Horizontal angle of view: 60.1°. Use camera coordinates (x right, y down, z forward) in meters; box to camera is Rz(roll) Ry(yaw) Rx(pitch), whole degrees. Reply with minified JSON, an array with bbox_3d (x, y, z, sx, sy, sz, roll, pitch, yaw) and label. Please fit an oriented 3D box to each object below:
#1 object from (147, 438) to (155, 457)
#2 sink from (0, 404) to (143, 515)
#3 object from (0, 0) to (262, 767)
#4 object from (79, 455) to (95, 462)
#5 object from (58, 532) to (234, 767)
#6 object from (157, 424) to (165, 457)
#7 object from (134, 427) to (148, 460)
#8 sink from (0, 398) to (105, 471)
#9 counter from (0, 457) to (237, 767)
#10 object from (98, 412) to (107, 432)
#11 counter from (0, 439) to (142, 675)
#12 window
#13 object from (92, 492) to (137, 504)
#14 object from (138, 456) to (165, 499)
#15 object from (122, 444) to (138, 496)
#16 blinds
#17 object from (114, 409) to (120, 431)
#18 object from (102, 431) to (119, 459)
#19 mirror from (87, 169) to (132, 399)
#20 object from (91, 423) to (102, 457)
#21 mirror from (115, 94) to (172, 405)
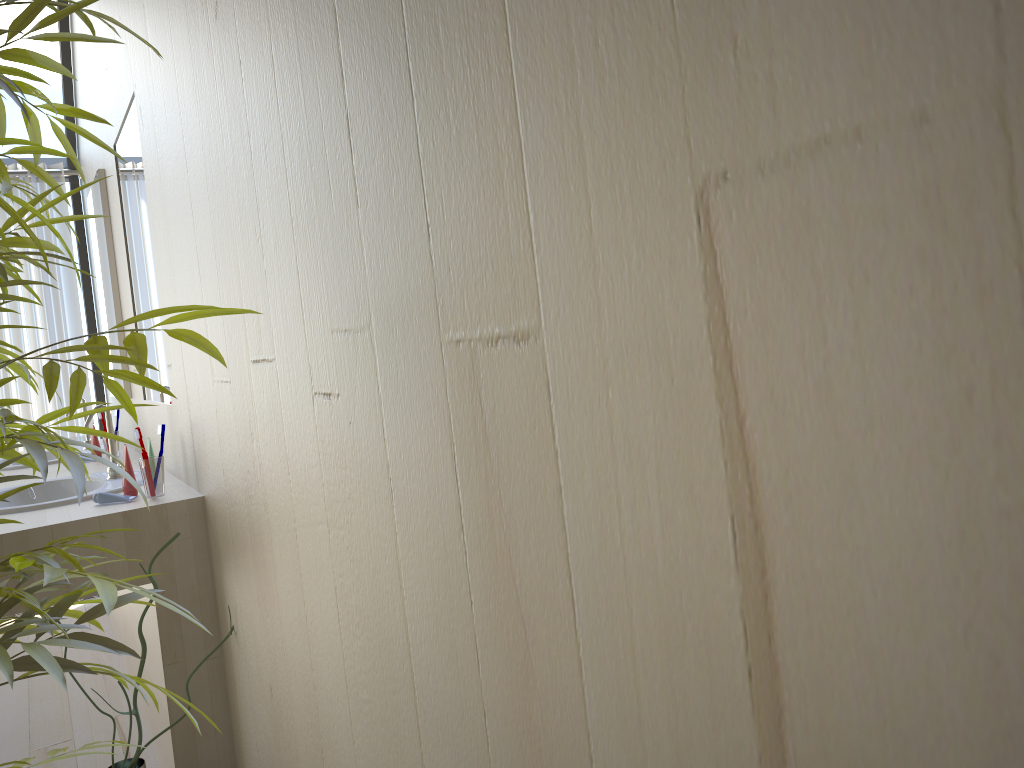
[{"bbox_3d":[-0.957,0.210,2.350,0.039,0.135,0.039,-6,1,13],"label":"object"},{"bbox_3d":[-1.272,0.285,2.457,0.505,0.419,0.573,-8,3,-25],"label":"sink"},{"bbox_3d":[-0.646,0.242,0.937,0.787,1.755,0.936,-7,1,-4],"label":"object"},{"bbox_3d":[-1.551,0.268,3.213,0.104,0.029,0.033,-6,3,11],"label":"object"},{"bbox_3d":[-0.743,0.695,1.924,0.408,0.748,0.273,-8,2,-41],"label":"object"},{"bbox_3d":[-0.873,0.189,2.182,0.054,0.175,0.012,-7,1,-4],"label":"object"},{"bbox_3d":[-0.894,0.192,2.152,0.012,0.178,0.050,-6,1,11],"label":"object"},{"bbox_3d":[-1.853,0.278,3.513,0.505,0.419,0.573,-8,3,-25],"label":"sink"},{"bbox_3d":[-1.200,0.690,2.514,0.552,0.790,1.203,-8,3,-29],"label":"counter"},{"bbox_3d":[-1.475,0.185,3.208,0.012,0.178,0.050,-6,1,11],"label":"object"},{"bbox_3d":[-1.780,0.683,3.570,0.552,0.790,1.203,-8,3,-29],"label":"counter"},{"bbox_3d":[-3.902,-0.069,3.012,4.575,2.811,0.743,-8,2,-29],"label":"window"},{"bbox_3d":[-0.970,0.275,2.157,0.104,0.029,0.033,-6,3,11],"label":"object"},{"bbox_3d":[-0.884,0.231,2.182,0.058,0.100,0.058,-7,2,-18],"label":"object"},{"bbox_3d":[-0.970,0.220,2.237,0.039,0.135,0.039,-6,1,13],"label":"object"},{"bbox_3d":[-2.549,0.052,3.967,1.186,2.069,0.084,-7,1,-29],"label":"blinds"},{"bbox_3d":[-1.453,0.182,3.238,0.054,0.175,0.012,-7,1,-4],"label":"object"},{"bbox_3d":[-1.464,0.224,3.238,0.059,0.100,0.058,-7,2,-22],"label":"object"},{"bbox_3d":[-1.646,-0.376,3.603,0.023,0.868,0.652,-7,2,-29],"label":"mirror"},{"bbox_3d":[-1.550,0.213,3.293,0.039,0.135,0.039,-6,1,20],"label":"object"},{"bbox_3d":[-1.123,-0.374,2.709,0.023,0.868,0.652,-7,2,-29],"label":"mirror"}]
